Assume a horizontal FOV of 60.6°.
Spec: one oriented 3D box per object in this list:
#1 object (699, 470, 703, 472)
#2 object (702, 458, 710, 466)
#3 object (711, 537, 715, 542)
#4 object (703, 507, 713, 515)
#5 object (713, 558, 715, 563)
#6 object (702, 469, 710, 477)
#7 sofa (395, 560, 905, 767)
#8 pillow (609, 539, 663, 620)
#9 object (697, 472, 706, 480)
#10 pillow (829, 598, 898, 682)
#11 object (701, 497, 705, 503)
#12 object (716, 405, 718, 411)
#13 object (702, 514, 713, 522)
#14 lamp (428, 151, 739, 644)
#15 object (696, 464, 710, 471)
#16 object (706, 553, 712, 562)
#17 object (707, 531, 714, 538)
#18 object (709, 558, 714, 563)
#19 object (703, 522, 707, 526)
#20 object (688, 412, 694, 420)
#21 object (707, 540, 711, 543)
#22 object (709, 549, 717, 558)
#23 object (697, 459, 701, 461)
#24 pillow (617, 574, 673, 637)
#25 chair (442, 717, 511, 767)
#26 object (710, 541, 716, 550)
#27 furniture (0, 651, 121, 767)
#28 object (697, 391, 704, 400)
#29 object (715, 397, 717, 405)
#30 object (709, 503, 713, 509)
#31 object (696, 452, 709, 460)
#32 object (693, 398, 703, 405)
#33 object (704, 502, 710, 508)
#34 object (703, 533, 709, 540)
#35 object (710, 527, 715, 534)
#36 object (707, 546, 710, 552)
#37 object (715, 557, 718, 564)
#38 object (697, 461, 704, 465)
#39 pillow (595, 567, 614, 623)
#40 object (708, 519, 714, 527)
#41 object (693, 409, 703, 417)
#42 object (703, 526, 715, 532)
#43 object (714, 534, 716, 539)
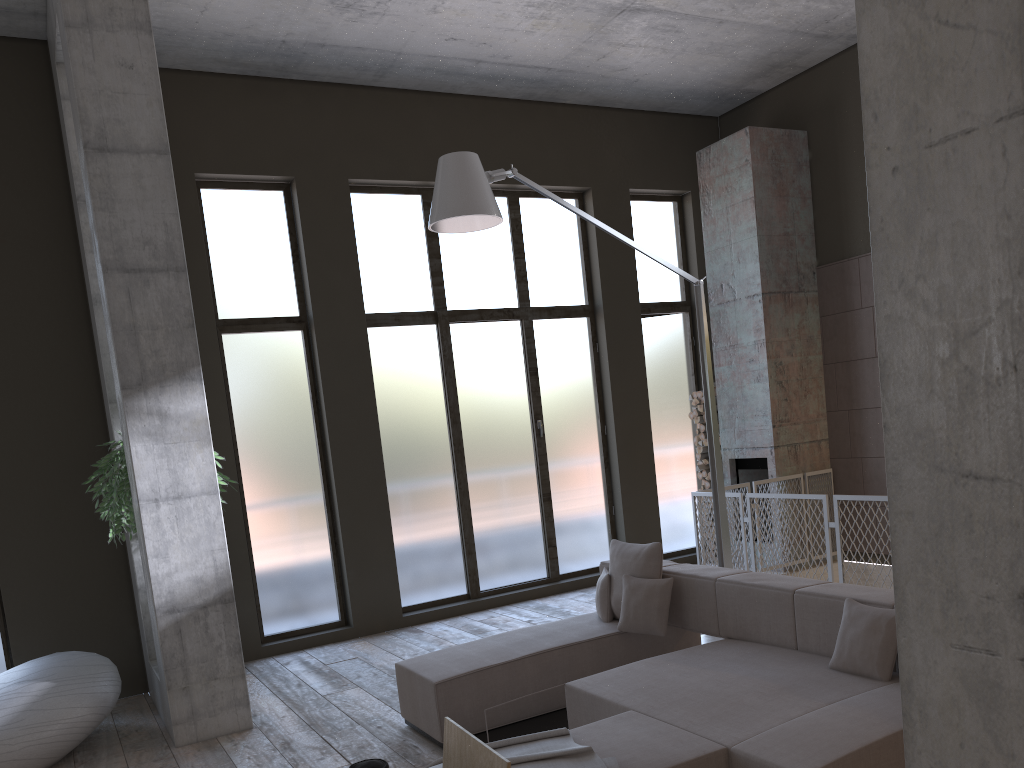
[{"bbox_3d":[2.364,0.983,10.257,0.422,0.086,0.066,-5,2,-26],"label":"object"},{"bbox_3d":[2.416,0.884,10.187,0.431,0.080,0.115,-5,0,-27],"label":"object"},{"bbox_3d":[2.472,1.786,10.232,0.329,0.057,0.089,-5,-1,-29],"label":"object"},{"bbox_3d":[2.430,1.451,10.193,0.475,0.084,0.093,-5,0,-29],"label":"object"},{"bbox_3d":[2.537,2.037,10.268,0.419,0.068,0.067,-5,1,-29],"label":"object"},{"bbox_3d":[2.418,1.013,10.212,0.451,0.090,0.091,-5,1,-27],"label":"object"},{"bbox_3d":[0.357,1.620,4.536,2.986,0.792,3.008,-5,-2,-28],"label":"sofa"},{"bbox_3d":[0.804,1.314,5.822,0.219,0.562,0.564,-9,2,-27],"label":"pillow"},{"bbox_3d":[2.376,1.051,10.290,0.433,0.093,0.092,-5,1,-27],"label":"object"},{"bbox_3d":[1.708,1.235,4.208,0.185,0.362,0.371,-8,2,-29],"label":"pillow"},{"bbox_3d":[2.413,1.332,10.326,0.433,0.108,0.079,-5,2,-28],"label":"object"},{"bbox_3d":[2.411,0.256,9.895,0.419,0.068,0.066,-5,1,-29],"label":"object"},{"bbox_3d":[2.429,1.536,10.276,0.451,0.090,0.091,-5,1,-26],"label":"object"},{"bbox_3d":[0.793,0.316,5.890,2.598,3.460,0.756,-9,6,-40],"label":"lamp"},{"bbox_3d":[2.316,0.951,10.161,0.419,0.073,0.071,-5,1,-27],"label":"object"},{"bbox_3d":[2.432,2.024,10.376,0.360,0.127,0.064,-5,3,-29],"label":"object"},{"bbox_3d":[2.496,1.730,10.285,0.451,0.090,0.091,-5,1,-27],"label":"object"},{"bbox_3d":[2.498,2.043,10.339,0.419,0.068,0.067,-5,1,-29],"label":"object"},{"bbox_3d":[2.417,1.628,10.329,0.360,0.068,0.122,-5,-1,-29],"label":"object"},{"bbox_3d":[2.249,0.349,10.187,0.433,0.093,0.091,-5,1,-29],"label":"object"},{"bbox_3d":[2.443,1.860,10.333,0.290,0.104,0.101,-5,1,-27],"label":"object"},{"bbox_3d":[2.516,1.960,10.295,0.433,0.094,0.092,-5,1,-29],"label":"object"},{"bbox_3d":[2.350,0.842,10.271,0.419,0.072,0.067,-5,1,-27],"label":"object"},{"bbox_3d":[0.846,1.401,5.556,0.378,0.376,0.167,-5,4,35],"label":"pillow"},{"bbox_3d":[-0.335,1.379,1.784,0.716,1.207,0.347,-8,5,-24],"label":"chair"},{"bbox_3d":[2.451,1.864,10.230,0.291,0.108,0.098,-5,1,-27],"label":"object"},{"bbox_3d":[-3.521,2.285,5.734,1.797,0.818,1.617,-7,-1,9],"label":"furniture"},{"bbox_3d":[2.254,0.119,10.000,0.289,0.104,0.104,-5,1,-29],"label":"object"},{"bbox_3d":[2.378,0.182,9.921,0.433,0.094,0.093,-5,1,-29],"label":"object"},{"bbox_3d":[2.475,1.370,10.138,0.431,0.080,0.115,-5,-1,-29],"label":"object"},{"bbox_3d":[2.351,0.820,10.203,0.451,0.090,0.091,-5,1,-26],"label":"object"},{"bbox_3d":[2.278,0.188,10.069,0.431,0.080,0.113,-5,0,-29],"label":"object"},{"bbox_3d":[2.427,1.433,10.352,0.361,0.119,0.070,-5,3,-28],"label":"object"},{"bbox_3d":[2.454,1.768,10.363,0.433,0.093,0.092,-5,1,-27],"label":"object"},{"bbox_3d":[2.513,1.670,10.197,0.475,0.084,0.093,-5,0,-27],"label":"object"},{"bbox_3d":[2.384,1.913,10.283,0.249,0.073,0.045,-5,2,-29],"label":"object"},{"bbox_3d":[2.570,2.020,10.199,0.475,0.084,0.093,-5,0,-29],"label":"object"},{"bbox_3d":[2.339,0.912,10.257,0.360,0.068,0.122,-5,-1,-29],"label":"object"},{"bbox_3d":[0.650,1.473,6.079,0.151,0.380,0.366,-6,2,4],"label":"pillow"},{"bbox_3d":[2.494,1.601,10.259,0.431,0.080,0.115,-5,0,-27],"label":"object"},{"bbox_3d":[2.284,0.316,10.106,0.451,0.090,0.091,-5,1,-29],"label":"object"},{"bbox_3d":[2.394,1.667,10.234,0.419,0.073,0.071,-5,1,-27],"label":"object"},{"bbox_3d":[2.532,1.745,10.153,0.451,0.090,0.091,-5,1,-30],"label":"object"}]
